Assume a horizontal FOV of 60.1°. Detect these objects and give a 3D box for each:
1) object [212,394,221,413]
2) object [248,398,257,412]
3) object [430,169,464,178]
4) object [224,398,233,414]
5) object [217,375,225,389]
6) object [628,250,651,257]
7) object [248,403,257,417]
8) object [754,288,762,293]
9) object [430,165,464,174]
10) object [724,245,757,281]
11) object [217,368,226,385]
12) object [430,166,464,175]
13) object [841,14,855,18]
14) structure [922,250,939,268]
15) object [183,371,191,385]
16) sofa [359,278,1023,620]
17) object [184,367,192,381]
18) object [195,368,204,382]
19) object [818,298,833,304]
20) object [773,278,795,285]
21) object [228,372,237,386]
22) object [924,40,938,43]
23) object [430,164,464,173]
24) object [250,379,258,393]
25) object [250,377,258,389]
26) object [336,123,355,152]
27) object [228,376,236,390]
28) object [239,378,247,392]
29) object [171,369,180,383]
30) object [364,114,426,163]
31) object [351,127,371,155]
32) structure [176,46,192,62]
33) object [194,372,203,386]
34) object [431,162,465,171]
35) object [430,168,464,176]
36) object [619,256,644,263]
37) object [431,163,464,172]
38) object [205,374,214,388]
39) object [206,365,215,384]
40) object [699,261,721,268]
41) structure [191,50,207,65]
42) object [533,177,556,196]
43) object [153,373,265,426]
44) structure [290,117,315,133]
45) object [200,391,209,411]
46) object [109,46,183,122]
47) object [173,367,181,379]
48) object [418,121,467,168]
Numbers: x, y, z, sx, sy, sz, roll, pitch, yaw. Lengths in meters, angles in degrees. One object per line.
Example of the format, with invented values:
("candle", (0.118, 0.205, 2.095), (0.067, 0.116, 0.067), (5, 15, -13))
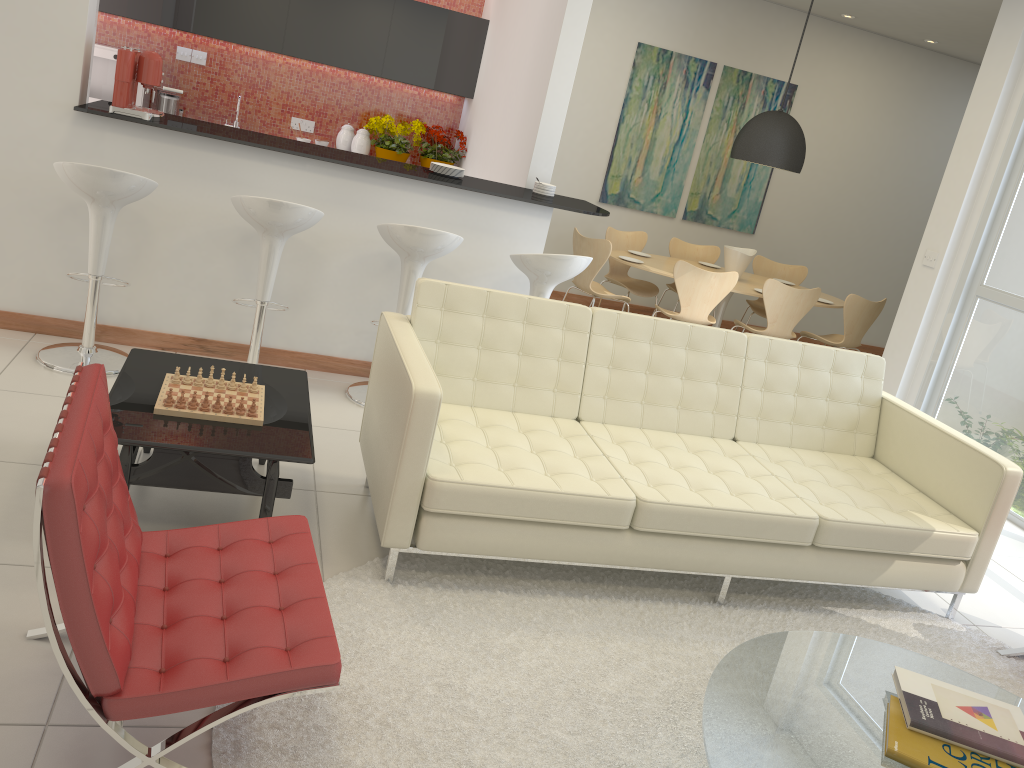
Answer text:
("object", (-1.024, 0.066, 3.082), (0.030, 0.063, 0.030), (11, 15, -10))
("object", (-0.922, 0.074, 3.157), (0.030, 0.049, 0.030), (11, 15, -10))
("object", (-0.396, -1.267, 5.340), (0.212, 0.015, 0.212), (21, 18, 25))
("object", (-0.987, 0.075, 3.095), (0.030, 0.054, 0.030), (11, 15, -10))
("object", (-1.084, -0.010, 3.306), (0.030, 0.049, 0.030), (11, 15, -10))
("object", (1.113, -1.136, 7.739), (0.210, 0.015, 0.213), (14, 17, 4))
("object", (-0.913, 0.091, 3.120), (0.030, 0.043, 0.030), (11, 15, -10))
("object", (2.059, -0.736, 7.156), (0.212, 0.015, 0.211), (22, 19, 27))
("object", (-0.391, -1.287, 5.335), (0.212, 0.015, 0.212), (21, 18, 25))
("object", (1.916, -1.035, 7.572), (0.272, 0.276, 0.263), (18, 16, 17))
("object", (-1.093, -0.030, 3.342), (0.030, 0.063, 0.030), (11, 15, -10))
("object", (-0.393, -1.280, 5.337), (0.212, 0.015, 0.212), (21, 18, 25))
("object", (3.119, -3.414, 8.220), (0.130, 0.010, 0.130), (21, 19, 26))
("structure", (2.849, -0.854, 6.030), (0.013, 0.103, 0.116), (9, 16, -18))
("object", (-1.198, -0.025, 3.271), (0.030, 0.049, 0.030), (11, 15, -10))
("sofa", (0.714, 0.275, 3.750), (2.558, 0.910, 1.017), (8, 16, -17))
("object", (-1.207, -0.040, 3.308), (0.030, 0.051, 0.030), (6, 16, -25))
("object", (-1.169, -0.036, 3.319), (0.030, 0.054, 0.030), (11, 15, -10))
("object", (2.608, -0.705, 7.475), (0.213, 0.015, 0.211), (25, 20, 35))
("object", (2.502, -0.937, 8.149), (0.210, 0.015, 0.213), (0, 21, -38))
("object", (-1.056, -0.020, 3.355), (0.030, 0.054, 0.030), (11, 15, -10))
("object", (4.022, -3.289, 8.502), (0.130, 0.010, 0.130), (21, 19, 26))
("object", (-0.389, -1.293, 5.334), (0.212, 0.015, 0.212), (21, 18, 25))
("object", (-0.971, 0.006, 3.342), (0.030, 0.049, 0.030), (11, 15, -10))
("object", (-0.982, -0.005, 3.380), (0.030, 0.043, 0.030), (11, 15, -10))
("object", (-1.423, -2.095, 7.589), (0.161, 0.279, 0.160), (23, 17, 32))
("object", (-1.047, -0.004, 3.318), (0.030, 0.049, 0.030), (11, 15, -10))
("object", (-1.009, 0.001, 3.330), (0.030, 0.049, 0.030), (11, 15, -10))
("object", (-1.235, -0.030, 3.259), (0.030, 0.049, 0.030), (11, 15, -10))
("object", (-1.012, -2.076, 7.541), (0.521, 0.443, 0.511), (9, 16, -15))
("object", (-1.274, -2.029, 7.487), (0.161, 0.279, 0.160), (23, 17, 32))
("structure", (-2.693, -2.707, 7.266), (0.114, 0.103, 0.013), (8, 15, -17))
("object", (-1.160, -0.020, 3.283), (0.030, 0.049, 0.030), (11, 15, -10))
("object", (-0.386, -1.306, 5.330), (0.212, 0.015, 0.212), (21, 18, 25))
("object", (-0.394, -1.274, 5.338), (0.212, 0.015, 0.212), (21, 18, 25))
("object", (0.971, -1.011, 7.223), (0.210, 0.015, 0.213), (14, 17, 4))
("object", (-0.388, -1.300, 5.332), (0.212, 0.015, 0.212), (21, 18, 25))
("object", (-1.122, -0.015, 3.295), (0.030, 0.049, 0.030), (11, 15, -10))
("object", (-1.130, -0.038, 3.329), (0.030, 0.068, 0.030), (11, 14, -10))
("object", (1.810, -1.088, 8.113), (0.210, 0.015, 0.213), (13, 17, 0))
("structure", (-2.582, -2.693, 7.304), (0.114, 0.103, 0.009), (8, 15, -17))
("object", (0.194, -1.255, 5.600), (0.173, 0.096, 0.142), (6, 17, -24))
("object", (-1.086, 0.054, 3.216), (0.359, 0.021, 0.366), (8, 17, -17))
("structure", (-1.809, -2.237, 7.649), (0.197, 0.098, 0.017), (8, 15, -17))
("object", (-1.061, 0.058, 3.070), (0.030, 0.068, 0.030), (11, 14, -10))
("object", (-1.851, -1.535, 4.543), (0.320, 0.332, 0.326), (8, 16, -17))
("object", (-1.246, -0.041, 3.297), (0.030, 0.043, 0.030), (11, 15, -10))
("object", (-0.616, -2.023, 7.668), (0.502, 0.443, 0.530), (1, 19, -37))
